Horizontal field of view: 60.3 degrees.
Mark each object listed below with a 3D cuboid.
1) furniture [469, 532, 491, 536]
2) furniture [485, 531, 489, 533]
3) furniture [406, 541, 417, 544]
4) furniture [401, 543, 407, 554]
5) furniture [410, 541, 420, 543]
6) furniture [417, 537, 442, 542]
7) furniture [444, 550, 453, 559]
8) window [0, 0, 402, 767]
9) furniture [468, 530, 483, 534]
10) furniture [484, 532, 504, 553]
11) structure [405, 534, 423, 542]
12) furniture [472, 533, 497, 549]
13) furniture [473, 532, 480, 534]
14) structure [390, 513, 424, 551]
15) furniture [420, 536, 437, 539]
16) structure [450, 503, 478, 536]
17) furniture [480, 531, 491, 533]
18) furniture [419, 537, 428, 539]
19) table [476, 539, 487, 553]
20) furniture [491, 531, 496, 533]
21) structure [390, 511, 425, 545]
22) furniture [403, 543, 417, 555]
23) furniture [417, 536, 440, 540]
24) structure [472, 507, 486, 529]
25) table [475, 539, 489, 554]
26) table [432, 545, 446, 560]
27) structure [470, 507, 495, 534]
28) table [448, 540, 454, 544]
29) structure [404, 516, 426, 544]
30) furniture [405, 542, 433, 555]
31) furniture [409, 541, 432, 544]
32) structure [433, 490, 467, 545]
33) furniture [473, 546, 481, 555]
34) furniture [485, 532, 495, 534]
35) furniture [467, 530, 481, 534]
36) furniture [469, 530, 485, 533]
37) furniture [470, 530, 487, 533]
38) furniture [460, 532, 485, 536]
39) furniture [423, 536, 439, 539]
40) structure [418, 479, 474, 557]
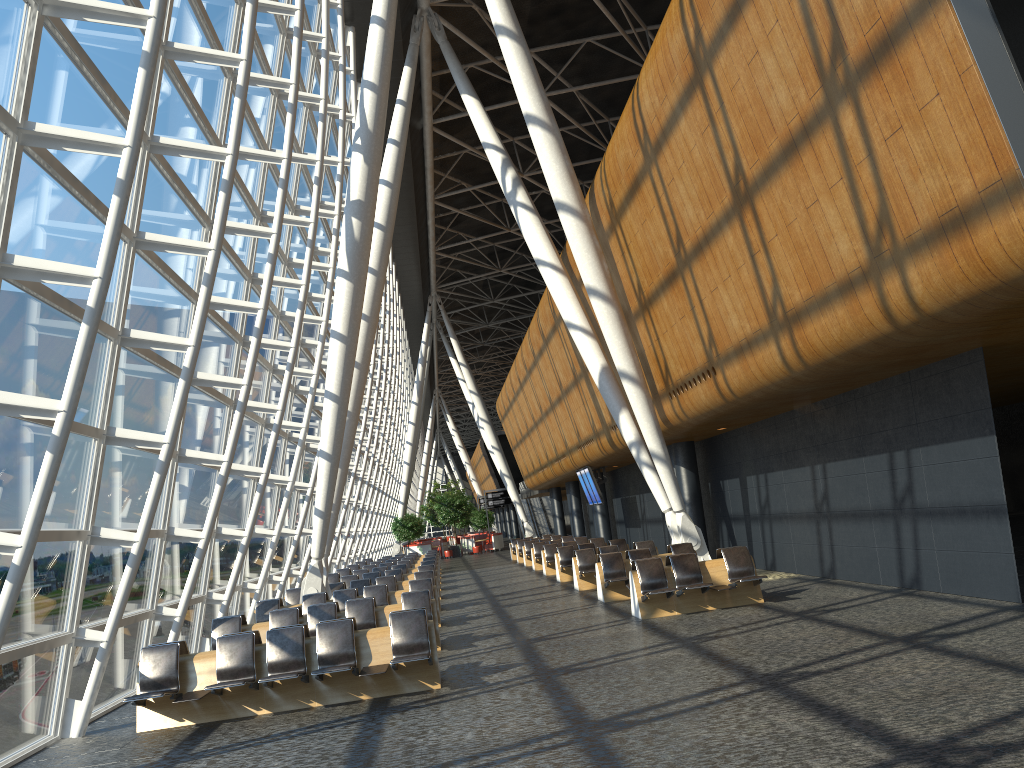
[{"bbox_3d":[-2.315,10.891,61.234,0.885,1.001,2.863,-3,-9,-37],"label":"furniture"},{"bbox_3d":[-2.164,11.864,67.747,0.887,1.000,2.859,-7,-8,-8],"label":"furniture"},{"bbox_3d":[-7.758,13.914,75.928,3.247,0.863,1.677,-7,-7,-5],"label":"furniture"},{"bbox_3d":[-7.519,13.428,72.942,3.247,0.863,1.677,-7,-7,-5],"label":"furniture"},{"bbox_3d":[-6.501,11.274,60.183,0.890,1.000,2.849,-8,-8,7],"label":"furniture"},{"bbox_3d":[-6.298,12.584,68.943,0.897,1.001,2.825,-11,-9,37],"label":"furniture"},{"bbox_3d":[-3.476,9.379,48.515,0.447,0.457,0.442,-12,-7,37],"label":"furniture"},{"bbox_3d":[-9.423,7.555,76.515,3.715,13.933,167.926,-7,-9,-6],"label":"window"},{"bbox_3d":[-3.942,16.715,97.541,1.894,0.863,1.677,-7,-7,-5],"label":"furniture"},{"bbox_3d":[-0.978,9.144,50.918,0.890,1.000,2.849,-8,-8,7],"label":"furniture"},{"bbox_3d":[-6.724,10.170,58.681,1.823,2.796,1.751,-11,-6,42],"label":"structure"},{"bbox_3d":[-1.718,9.675,53.773,0.885,1.001,2.863,-3,-9,-37],"label":"furniture"},{"bbox_3d":[-2.746,14.283,82.611,1.894,0.863,1.677,-7,-7,-5],"label":"furniture"},{"bbox_3d":[-5.661,8.464,48.288,1.798,2.762,1.727,-11,-6,42],"label":"structure"},{"bbox_3d":[-9.432,17.319,96.830,3.247,0.863,1.677,-7,-7,-5],"label":"furniture"},{"bbox_3d":[-3.434,10.116,63.326,2.284,3.456,2.230,-8,-4,7],"label":"structure"},{"bbox_3d":[-2.507,13.796,79.625,1.894,0.863,1.677,-7,-7,-5],"label":"furniture"},{"bbox_3d":[-9.671,17.806,99.816,3.247,0.863,1.677,-7,-7,-5],"label":"furniture"},{"bbox_3d":[-1.636,9.373,51.007,0.801,0.745,0.803,-9,-6,11],"label":"table"},{"bbox_3d":[-2.268,13.310,76.639,1.894,0.863,1.677,-7,-7,-5],"label":"furniture"},{"bbox_3d":[-5.993,8.851,51.175,1.910,2.951,1.886,-5,-5,-31],"label":"structure"},{"bbox_3d":[-5.903,10.058,52.723,0.890,1.000,2.849,-8,-8,7],"label":"furniture"},{"bbox_3d":[-8.954,16.346,90.858,3.247,0.863,1.677,-7,-7,-5],"label":"furniture"},{"bbox_3d":[-2.461,11.294,70.284,1.955,2.978,1.877,-11,-6,42],"label":"structure"},{"bbox_3d":[-1.638,9.140,49.473,0.801,0.745,0.803,-9,-6,11],"label":"table"},{"bbox_3d":[-3.973,9.323,48.688,0.795,0.745,0.809,-4,-7,-34],"label":"table"},{"bbox_3d":[-1.937,9.750,59.894,1.798,2.762,1.727,-11,-6,42],"label":"structure"},{"bbox_3d":[-4.224,11.688,63.979,0.796,0.745,0.808,-5,-6,-19],"label":"table"},{"bbox_3d":[-6.232,9.586,55.400,1.851,2.835,1.777,-11,-6,42],"label":"structure"},{"bbox_3d":[-5.163,9.527,49.867,0.885,1.001,2.863,-3,-9,-37],"label":"furniture"},{"bbox_3d":[-5.761,10.742,57.328,0.885,1.001,2.863,-3,-9,-37],"label":"furniture"},{"bbox_3d":[-4.778,10.432,67.768,3.107,4.506,5.765,-9,-6,17],"label":"structure"},{"bbox_3d":[-1.955,9.268,49.082,0.443,0.457,0.446,-8,-6,7],"label":"furniture"},{"bbox_3d":[-1.575,10.359,58.378,0.890,1.000,2.849,-8,-8,7],"label":"furniture"},{"bbox_3d":[-4.181,17.202,100.527,1.894,0.863,1.677,-7,-7,-5],"label":"furniture"},{"bbox_3d":[-3.703,16.229,94.555,1.894,0.863,1.677,-7,-7,-5],"label":"furniture"},{"bbox_3d":[-3.464,15.742,91.569,1.894,0.863,1.677,-7,-7,-5],"label":"furniture"},{"bbox_3d":[-2.942,11.530,64.894,0.897,1.001,2.825,-11,-9,37],"label":"furniture"},{"bbox_3d":[-9.193,16.833,93.844,3.247,0.863,1.677,-7,-7,-5],"label":"furniture"},{"bbox_3d":[-3.934,7.894,51.845,3.084,4.505,5.867,-6,-6,-13],"label":"structure"}]
